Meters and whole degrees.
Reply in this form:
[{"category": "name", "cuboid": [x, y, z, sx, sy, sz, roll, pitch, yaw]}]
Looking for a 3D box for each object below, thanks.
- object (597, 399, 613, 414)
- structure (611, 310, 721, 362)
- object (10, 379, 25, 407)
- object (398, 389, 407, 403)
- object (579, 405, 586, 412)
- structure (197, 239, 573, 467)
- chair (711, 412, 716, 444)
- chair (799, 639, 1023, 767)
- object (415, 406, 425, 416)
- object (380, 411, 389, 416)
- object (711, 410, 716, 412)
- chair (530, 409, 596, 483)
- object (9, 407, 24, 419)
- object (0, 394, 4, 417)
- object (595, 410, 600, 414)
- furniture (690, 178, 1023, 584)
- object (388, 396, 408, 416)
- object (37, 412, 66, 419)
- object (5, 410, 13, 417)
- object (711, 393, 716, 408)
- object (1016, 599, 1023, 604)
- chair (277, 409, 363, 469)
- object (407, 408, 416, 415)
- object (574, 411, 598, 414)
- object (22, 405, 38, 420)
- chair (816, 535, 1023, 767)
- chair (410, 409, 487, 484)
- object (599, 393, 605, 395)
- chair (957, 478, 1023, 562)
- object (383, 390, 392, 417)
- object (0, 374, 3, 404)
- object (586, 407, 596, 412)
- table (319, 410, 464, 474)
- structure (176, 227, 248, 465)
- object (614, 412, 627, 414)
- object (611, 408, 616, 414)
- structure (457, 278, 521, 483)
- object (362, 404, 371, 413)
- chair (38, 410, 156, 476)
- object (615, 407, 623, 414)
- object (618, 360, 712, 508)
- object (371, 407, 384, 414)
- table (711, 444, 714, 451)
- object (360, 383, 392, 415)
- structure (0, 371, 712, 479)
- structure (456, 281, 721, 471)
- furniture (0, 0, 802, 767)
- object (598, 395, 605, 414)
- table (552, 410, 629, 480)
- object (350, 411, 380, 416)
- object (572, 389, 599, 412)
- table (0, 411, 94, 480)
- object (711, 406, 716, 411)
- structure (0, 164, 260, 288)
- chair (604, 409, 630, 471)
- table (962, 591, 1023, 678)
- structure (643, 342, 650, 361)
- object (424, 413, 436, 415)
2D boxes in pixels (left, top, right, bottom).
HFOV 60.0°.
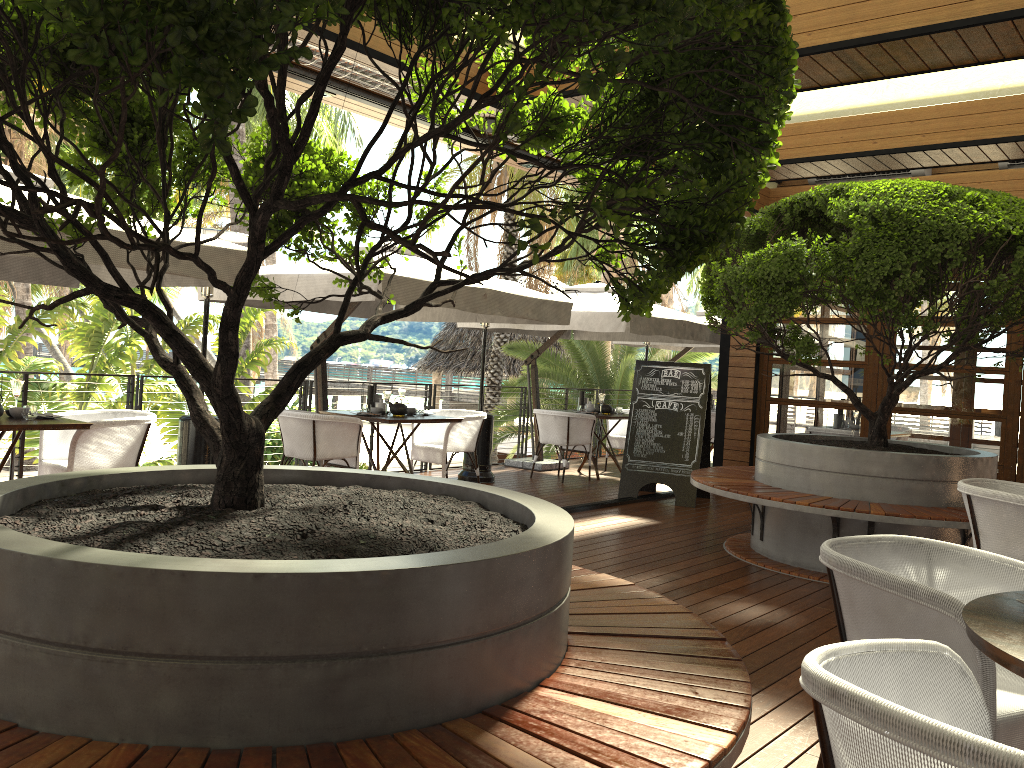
[{"category": "object", "cuboid": [1.118, 0.266, 10.535, 0.168, 0.179, 0.163, 4, 1, 37]}, {"category": "structure", "cuboid": [3.097, 0.003, 13.258, 2.415, 2.332, 2.412, 4, 1, 39]}, {"category": "object", "cuboid": [-3.146, 0.087, 5.627, 0.082, 0.227, 0.082, 4, 0, 40]}, {"category": "object", "cuboid": [-1.027, 0.158, 8.244, 0.082, 0.227, 0.082, 4, 0, 40]}, {"category": "object", "cuboid": [0.835, 0.296, 10.507, 0.086, 0.086, 0.086, 4, 1, 44]}, {"category": "structure", "cuboid": [-1.150, -0.141, 8.011, 2.415, 2.332, 2.412, 4, 1, 39]}, {"category": "chair", "cuboid": [2.665, 0.760, 12.652, 0.628, 0.788, 0.616, 4, 1, 40]}, {"category": "chair", "cuboid": [0.816, 0.891, 1.478, 0.616, 0.788, 0.628, 3, 1, -30]}, {"category": "object", "cuboid": [-0.835, 0.248, 8.050, 0.086, 0.086, 0.086, 4, 1, 44]}, {"category": "object", "cuboid": [-1.116, 0.259, 7.768, 0.080, 0.042, 0.080, 3, 1, 0]}, {"category": "object", "cuboid": [3.014, 0.406, 12.952, 0.295, 0.025, 0.170, 4, 2, 39]}, {"category": "chair", "cuboid": [0.556, 0.689, 10.045, 0.628, 0.788, 0.616, 4, 1, 40]}, {"category": "object", "cuboid": [-3.050, 0.180, 5.490, 0.116, 0.065, 0.116, 4, 1, 37]}, {"category": "object", "cuboid": [-3.125, 0.122, 5.289, 0.163, 0.179, 0.168, 4, 1, 41]}, {"category": "object", "cuboid": [1.009, 0.331, 10.393, 0.080, 0.042, 0.080, 4, 1, 30]}, {"category": "furniture", "cuboid": [2.651, -0.051, 6.370, 2.569, 2.722, 2.719, 4, 1, 4]}, {"category": "object", "cuboid": [-1.006, 0.194, 7.906, 0.163, 0.179, 0.168, 4, 1, 41]}, {"category": "object", "cuboid": [-2.990, 0.200, 5.642, 0.295, 0.025, 0.170, 4, 2, 39]}, {"category": "object", "cuboid": [-3.129, 0.185, 5.552, 0.080, 0.042, 0.080, 3, 1, 0]}, {"category": "object", "cuboid": [3.034, 0.279, 13.372, 0.263, 0.264, 0.263, 3, 1, -6]}, {"category": "object", "cuboid": [1.340, 0.540, 2.126, 0.294, 0.025, 0.170, 3, 1, -34]}, {"category": "chair", "cuboid": [-1.638, 0.614, 7.335, 0.628, 0.788, 0.616, 4, 1, 40]}, {"category": "object", "cuboid": [-0.932, 0.251, 8.107, 0.116, 0.065, 0.116, 4, 1, 37]}, {"category": "object", "cuboid": [0.870, 0.333, 10.302, 0.295, 0.025, 0.170, 4, 2, 39]}, {"category": "object", "cuboid": [-2.953, 0.176, 5.433, 0.086, 0.086, 0.086, 4, 1, 44]}, {"category": "chair", "cuboid": [1.233, 0.892, 2.582, 0.627, 0.788, 0.617, 3, 1, -30]}, {"category": "chair", "cuboid": [-0.605, 0.650, 8.572, 0.628, 0.788, 0.616, 4, 1, 40]}, {"category": "object", "cuboid": [1.098, 0.230, 10.870, 0.082, 0.227, 0.082, 4, 0, 40]}, {"category": "chair", "cuboid": [2.702, 0.936, 4.702, 0.627, 0.788, 0.617, 3, 1, -45]}, {"category": "object", "cuboid": [-1.086, 0.167, 7.690, 0.082, 0.227, 0.082, 4, 0, 28]}, {"category": "object", "cuboid": [-3.354, 0.062, 5.480, 0.263, 0.264, 0.263, 3, 1, -6]}, {"category": "object", "cuboid": [0.932, 0.314, 10.454, 0.116, 0.065, 0.116, 4, 1, 43]}, {"category": "table", "cuboid": [-1.107, 0.650, 8.001, 0.932, 0.749, 0.931, 4, 1, 39]}, {"category": "structure", "cuboid": [-2.412, -0.130, 6.924, 0.699, 2.192, 0.699, 4, 0, 27]}, {"category": "object", "cuboid": [1.254, 0.344, 10.885, 0.295, 0.025, 0.170, 4, 2, 39]}, {"category": "object", "cuboid": [1.193, 0.323, 10.732, 0.116, 0.065, 0.116, 4, 1, 43]}, {"category": "structure", "cuboid": [-0.318, -0.059, 9.511, 0.699, 2.192, 0.699, 4, 0, 27]}, {"category": "object", "cuboid": [-1.290, 0.224, 7.882, 0.086, 0.086, 0.086, 4, 1, 44]}, {"category": "chair", "cuboid": [-2.753, 0.577, 5.918, 0.628, 0.788, 0.616, 4, 1, 40]}, {"category": "object", "cuboid": [1.290, 0.320, 10.676, 0.086, 0.086, 0.086, 4, 1, 44]}, {"category": "object", "cuboid": [1.595, 0.471, 9.001, 0.769, 1.397, 0.771, 4, 0, 23]}, {"category": "object", "cuboid": [-1.192, 0.242, 7.829, 0.116, 0.065, 0.116, 4, 1, 37]}, {"category": "table", "cuboid": [3.152, 0.795, 13.262, 0.932, 0.749, 0.931, 4, 1, 39]}, {"category": "object", "cuboid": [-1.236, 0.134, 8.097, 0.263, 0.264, 0.263, 3, 1, -6]}, {"category": "structure", "cuboid": [-4.791, 0.445, 5.328, 0.163, 1.153, 26.255, 4, 1, 39]}, {"category": "structure", "cuboid": [0.973, -0.069, 10.635, 2.415, 2.332, 2.412, 4, 1, 39]}, {"category": "furniture", "cuboid": [-0.662, -0.166, 2.388, 2.617, 2.722, 2.693, 4, 1, 30]}, {"category": "object", "cuboid": [1.039, 0.239, 10.316, 0.082, 0.227, 0.082, 4, 0, 40]}, {"category": "table", "cuboid": [1.022, 0.723, 10.631, 0.932, 0.749, 0.931, 4, 1, 39]}, {"category": "object", "cuboid": [-1.255, 0.261, 7.677, 0.295, 0.025, 0.170, 4, 2, 39]}, {"category": "object", "cuboid": [0.889, 0.206, 10.723, 0.263, 0.264, 0.263, 3, 1, -6]}, {"category": "table", "cuboid": [-3.236, 0.578, 5.370, 0.932, 0.749, 0.931, 4, 1, 39]}, {"category": "object", "cuboid": [2.980, 0.368, 13.157, 0.086, 0.086, 0.086, 4, 1, 44]}, {"category": "structure", "cuboid": [-3.273, -0.213, 5.388, 2.415, 2.332, 2.412, 4, 1, 39]}, {"category": "chair", "cuboid": [1.552, 0.723, 11.237, 0.628, 0.788, 0.616, 4, 1, 40]}, {"category": "table", "cuboid": [1.549, 0.947, 1.813, 1.166, 0.749, 1.166, 4, 1, 19]}, {"category": "structure", "cuboid": [1.818, 0.013, 12.151, 0.699, 2.192, 0.699, 4, 0, 27]}, {"category": "object", "cuboid": [-0.871, 0.272, 8.260, 0.295, 0.025, 0.170, 4, 2, 39]}]
